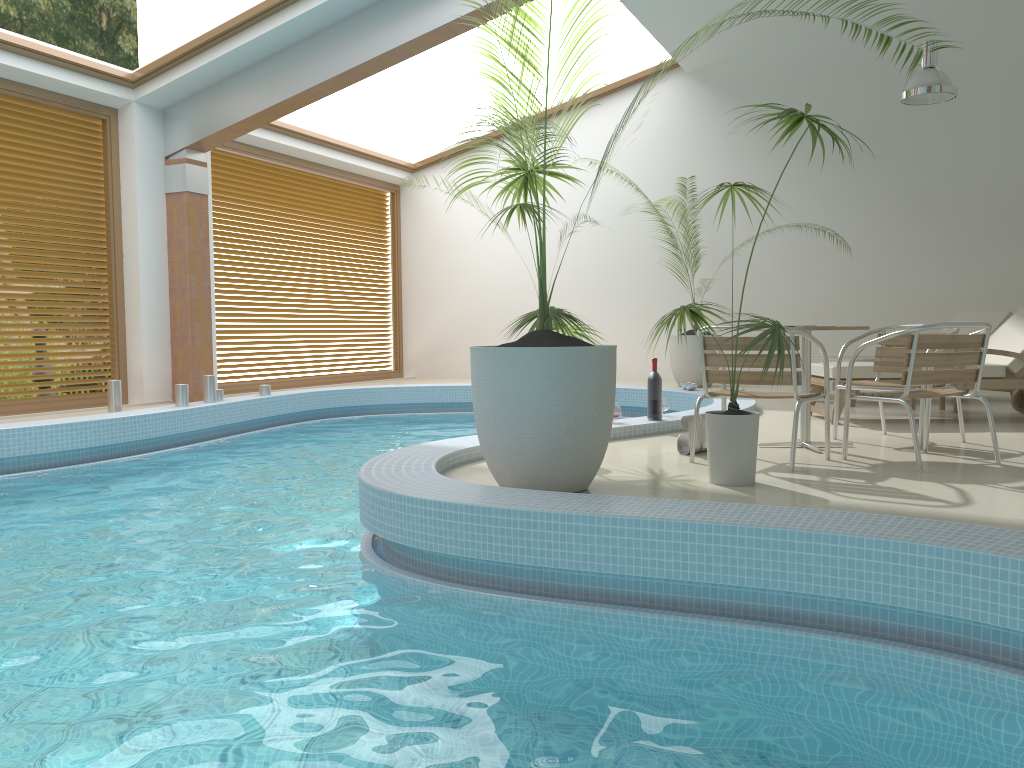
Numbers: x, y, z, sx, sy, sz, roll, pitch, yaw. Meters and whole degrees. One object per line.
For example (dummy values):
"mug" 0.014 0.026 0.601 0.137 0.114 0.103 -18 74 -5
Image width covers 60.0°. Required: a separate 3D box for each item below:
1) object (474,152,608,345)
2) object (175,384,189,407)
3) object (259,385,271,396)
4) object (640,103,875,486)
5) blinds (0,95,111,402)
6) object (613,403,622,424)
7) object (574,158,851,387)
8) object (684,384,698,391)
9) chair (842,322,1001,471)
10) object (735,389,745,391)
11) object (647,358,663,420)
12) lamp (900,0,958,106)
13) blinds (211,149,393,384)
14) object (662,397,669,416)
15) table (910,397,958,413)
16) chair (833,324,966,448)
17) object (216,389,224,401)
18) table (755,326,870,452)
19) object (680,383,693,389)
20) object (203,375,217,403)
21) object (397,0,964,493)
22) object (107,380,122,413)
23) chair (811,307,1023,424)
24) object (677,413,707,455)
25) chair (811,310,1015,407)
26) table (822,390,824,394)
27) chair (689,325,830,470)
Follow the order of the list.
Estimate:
"object" 0.146 -0.430 4.941 0.791 1.695 1.059 0 3 12
"object" -2.931 0.101 7.877 0.115 0.194 0.115 -2 4 -25
"object" -2.559 0.064 9.189 0.115 0.107 0.115 -2 4 -16
"object" 1.102 -0.388 4.067 0.791 1.695 1.059 -3 4 -29
"blinds" -5.058 -1.151 7.384 0.095 2.921 4.200 1 4 25
"object" 0.700 0.199 6.065 0.102 0.137 0.102 2 4 34
"object" 2.399 -1.443 10.911 2.979 2.960 2.729 -1 3 -11
"object" 1.867 0.033 9.250 0.140 0.069 0.140 -1 3 -6
"chair" 2.156 0.041 4.697 0.618 0.727 0.563 -2 4 -23
"object" 2.125 0.082 8.371 0.140 0.069 0.140 -1 3 -6
"object" 1.003 0.034 6.235 0.109 0.435 0.109 -3 4 -30
"lamp" 4.019 -3.734 8.519 0.506 1.958 0.505 1 4 25
"blinds" -2.876 -1.450 12.082 0.095 2.921 4.414 1 4 25
"object" 1.111 0.165 6.556 0.102 0.137 0.102 2 4 34
"table" 3.574 0.104 7.505 0.283 0.255 0.320 0 3 3
"chair" 2.411 -0.011 5.533 0.563 0.727 0.618 -3 4 -33
"object" -2.836 0.105 8.538 0.115 0.107 0.115 -2 4 -16
"table" 1.759 0.020 5.310 0.700 0.720 0.700 3 5 44
"object" 1.859 0.022 9.433 0.140 0.069 0.140 -1 3 -6
"object" -2.827 0.046 8.295 0.115 0.254 0.115 -2 4 -25
"object" 0.185 -1.020 4.122 2.979 2.960 2.729 2 5 42
"object" -3.516 0.126 7.851 0.115 0.320 0.115 -2 4 -16
"chair" 3.332 -0.161 6.843 1.903 0.866 0.861 0 3 3
"object" 1.071 0.285 5.151 0.081 0.223 0.272 3 5 45
"chair" 3.895 -0.266 8.537 1.903 0.866 0.861 -1 3 -13
"table" 3.246 0.001 9.317 0.283 0.255 0.320 -1 3 -13
"chair" 1.337 0.045 4.782 0.618 0.727 0.563 2 4 37
